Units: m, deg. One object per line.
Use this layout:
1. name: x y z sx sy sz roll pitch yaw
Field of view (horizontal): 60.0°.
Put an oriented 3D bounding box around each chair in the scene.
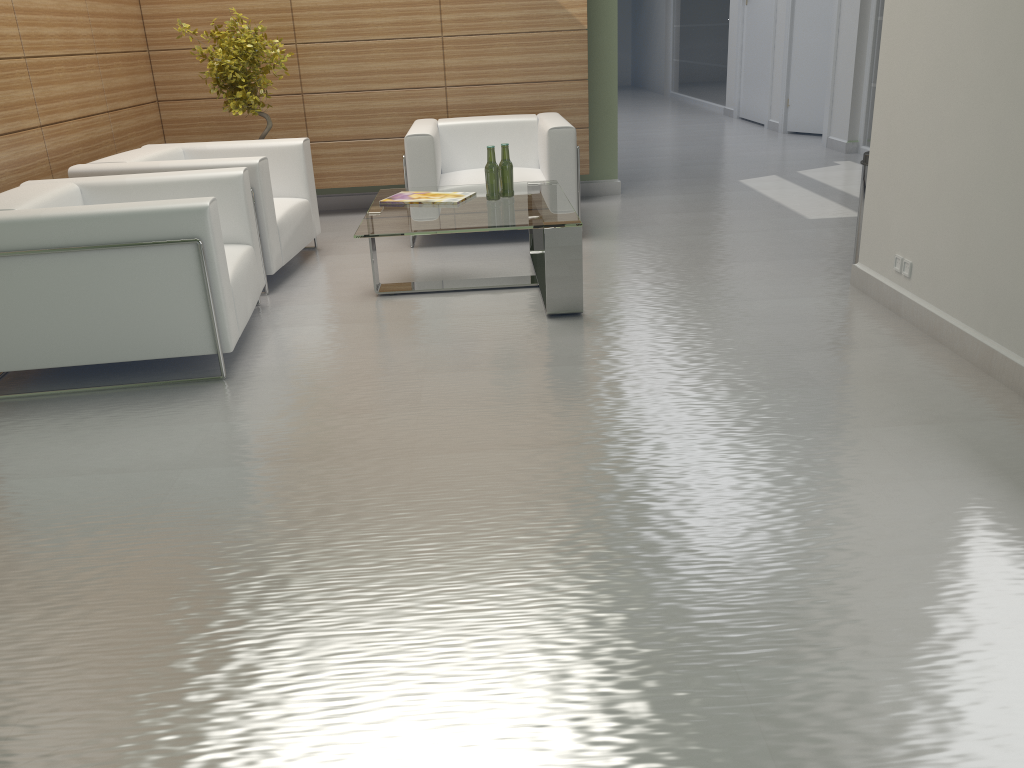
1. chair: -2.936 -0.866 6.758 1.802 1.234 1.894 -5 22 -6
2. chair: -3.024 -1.720 8.919 1.769 1.234 1.894 -2 22 3
3. chair: -0.241 -2.416 10.330 1.894 1.234 1.802 -3 22 -1

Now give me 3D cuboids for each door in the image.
1. door: 6.022 -7.169 16.152 0.134 5.083 2.089 -16 25 -29
2. door: 5.293 -8.310 19.116 0.250 5.083 2.089 -3 22 -1

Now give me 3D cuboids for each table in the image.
1. table: -0.373 -1.255 8.019 1.783 0.742 2.197 -3 22 -1

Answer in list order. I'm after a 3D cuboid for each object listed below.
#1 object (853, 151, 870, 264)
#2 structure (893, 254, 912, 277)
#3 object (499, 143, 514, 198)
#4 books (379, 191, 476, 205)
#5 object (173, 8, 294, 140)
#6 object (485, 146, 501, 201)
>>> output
1. object: 3.347 -1.552 7.974 0.483 1.027 0.482 -15 25 -28
2. structure: 2.985 -0.905 6.776 0.017 0.118 0.262 -3 22 -1
3. object: -0.054 -1.935 8.037 0.131 0.475 0.131 -18 26 -34
4. books: -0.773 -1.720 8.194 0.762 0.025 0.508 4 23 17
5. object: -3.087 -2.947 10.190 1.201 2.565 1.116 -16 25 -31
6. object: -0.178 -1.883 7.921 0.131 0.475 0.131 -18 26 -34
